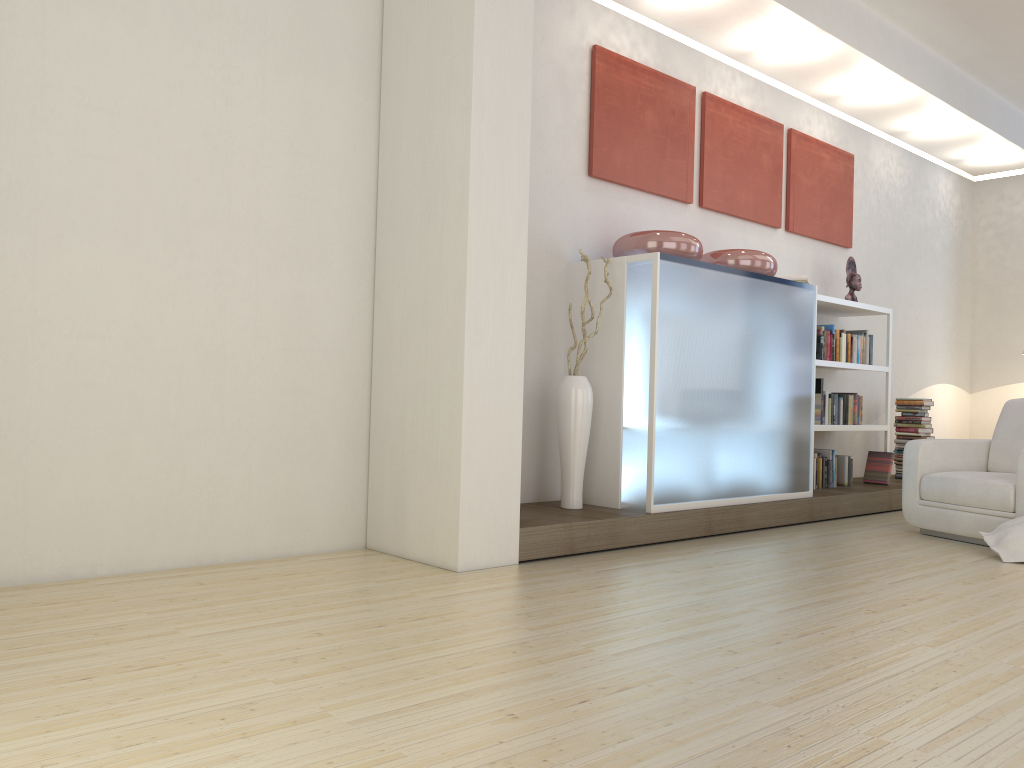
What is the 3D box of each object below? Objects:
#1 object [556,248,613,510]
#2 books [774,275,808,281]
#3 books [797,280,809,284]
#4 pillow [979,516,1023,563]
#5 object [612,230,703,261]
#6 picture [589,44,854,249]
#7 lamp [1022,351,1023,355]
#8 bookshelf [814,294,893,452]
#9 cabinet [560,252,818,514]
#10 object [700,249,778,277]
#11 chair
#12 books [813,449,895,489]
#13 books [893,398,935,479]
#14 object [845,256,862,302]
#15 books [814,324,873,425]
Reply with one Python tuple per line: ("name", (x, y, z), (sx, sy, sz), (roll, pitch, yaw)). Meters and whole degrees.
("object", (0.389, -0.030, 4.859), (0.277, 1.422, 0.250), (2, -1, -39))
("books", (1.977, -0.750, 6.430), (0.319, 0.038, 0.247), (1, -1, 19))
("books", (1.976, -0.718, 6.430), (0.328, 0.027, 0.247), (1, -1, 23))
("pillow", (2.815, 0.795, 4.538), (0.712, 0.287, 0.299), (1, -1, 11))
("object", (0.866, -0.796, 5.280), (0.534, 0.206, 0.546), (1, -1, 35))
("picture", (1.681, -1.598, 6.428), (3.227, 0.794, 0.030), (3, -1, -42))
("lamp", (5.103, 0.084, 8.600), (0.204, 1.841, 0.891), (1, -1, 44))
("bookshelf", (2.271, 0.070, 6.702), (1.599, 1.396, 0.465), (3, -1, -42))
("cabinet", (1.147, 0.017, 5.536), (1.670, 1.396, 0.689), (3, -1, -42))
("object", (1.464, -0.769, 5.816), (0.534, 0.206, 0.546), (2, -1, -5))
("chair", (3.024, 0.481, 5.277), (0.941, 0.828, 0.919), (2, -1, -22))
("books", (2.482, 0.637, 6.755), (1.125, 0.281, 0.274), (2, -1, -35))
("books", (3.477, 0.473, 7.645), (0.270, 0.694, 0.329), (3, -1, -42))
("object", (2.711, -0.814, 7.071), (0.133, 0.409, 0.138), (2, -1, 5))
("books", (2.469, -0.063, 6.761), (0.831, 0.743, 0.215), (3, -1, -42))
